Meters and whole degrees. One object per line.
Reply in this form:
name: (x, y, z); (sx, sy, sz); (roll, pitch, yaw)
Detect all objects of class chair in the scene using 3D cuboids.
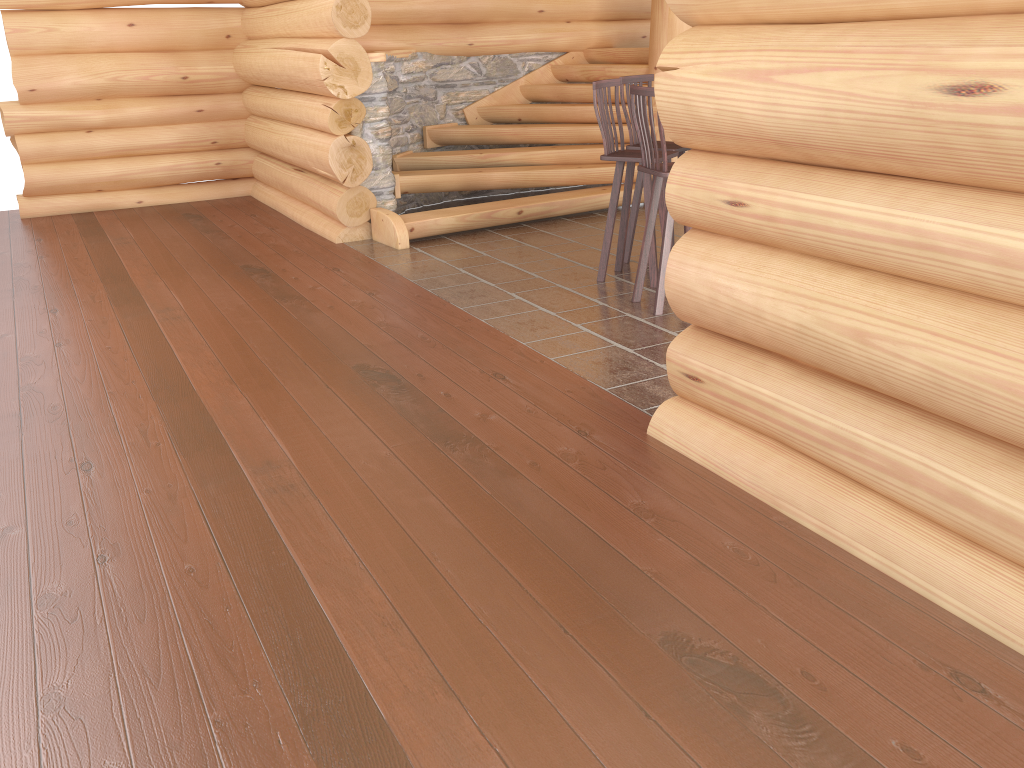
chair: (1.064, -1.530, 6.406); (0.504, 1.319, 0.406); (17, 28, 39)
chair: (0.826, -1.353, 5.977); (0.504, 1.319, 0.406); (11, 25, 28)
chair: (0.988, -1.113, 5.355); (0.504, 1.319, 0.406); (-8, 23, -17)

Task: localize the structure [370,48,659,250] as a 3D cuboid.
structure: (-0.013, -2.548, 8.641); (3.604, 1.643, 1.951); (-16, 25, -31)
